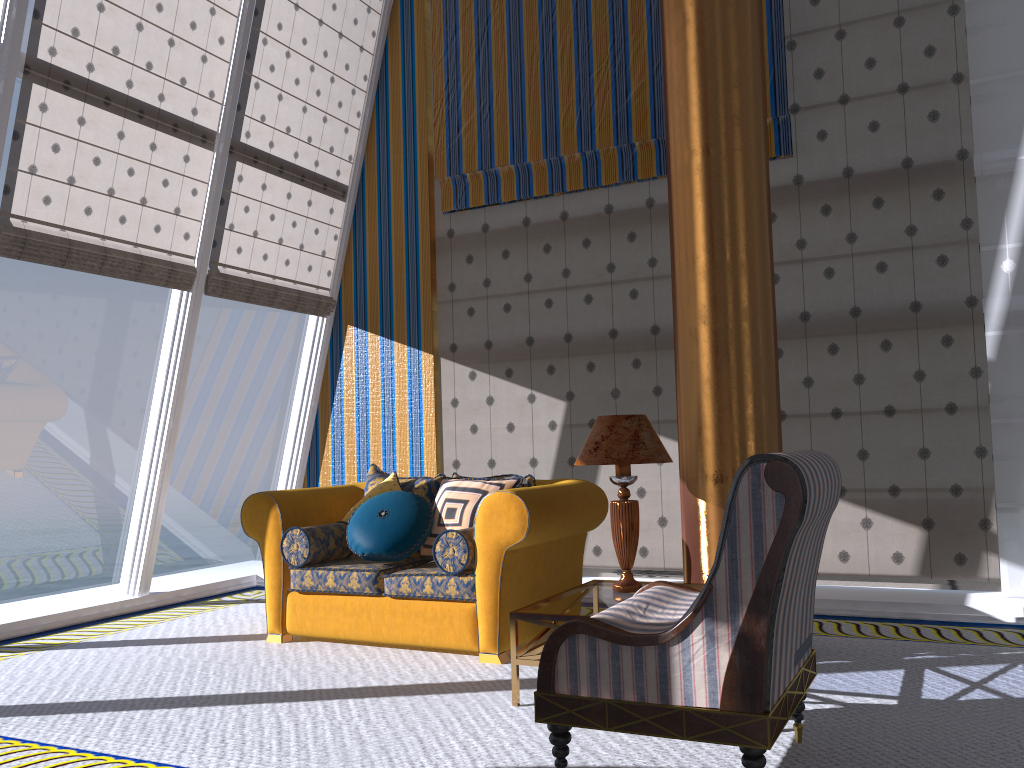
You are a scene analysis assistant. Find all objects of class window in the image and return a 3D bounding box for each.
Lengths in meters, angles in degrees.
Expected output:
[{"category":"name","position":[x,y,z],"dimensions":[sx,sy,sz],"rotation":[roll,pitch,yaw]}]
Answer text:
[{"category":"window","position":[-4.779,-1.733,0.624],"dimensions":[1.606,5.851,15.603],"rotation":[-4,-5,26]}]

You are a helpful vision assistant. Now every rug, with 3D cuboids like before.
[{"category":"rug","position":[0.007,1.303,3.866],"dimensions":[6.206,0.011,3.625],"rotation":[-4,-5,26]}]

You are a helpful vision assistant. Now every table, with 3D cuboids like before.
[{"category":"table","position":[0.635,1.084,3.701],"dimensions":[0.967,0.368,0.914],"rotation":[-4,-5,26]}]

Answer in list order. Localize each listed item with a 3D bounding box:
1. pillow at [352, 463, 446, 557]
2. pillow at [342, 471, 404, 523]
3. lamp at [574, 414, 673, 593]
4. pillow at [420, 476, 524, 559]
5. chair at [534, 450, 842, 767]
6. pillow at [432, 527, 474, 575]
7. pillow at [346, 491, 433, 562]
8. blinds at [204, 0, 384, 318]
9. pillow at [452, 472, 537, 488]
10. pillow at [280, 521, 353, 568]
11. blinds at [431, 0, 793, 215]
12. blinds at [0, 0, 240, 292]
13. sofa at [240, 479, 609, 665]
[{"category":"pillow","position":[-0.680,0.802,5.216],"dimensions":[0.595,0.672,0.358],"rotation":[-4,-5,34]},{"category":"pillow","position":[-0.710,0.745,5.058],"dimensions":[0.605,0.491,0.234],"rotation":[-4,-5,31]},{"category":"lamp","position":[0.508,0.534,3.994],"dimensions":[0.444,0.783,0.448],"rotation":[-2,-4,11]},{"category":"pillow","position":[-0.233,0.729,4.785],"dimensions":[0.517,0.455,0.330],"rotation":[-4,-4,26]},{"category":"chair","position":[0.587,0.701,2.752],"dimensions":[0.777,0.966,0.801],"rotation":[-4,-4,26]},{"category":"pillow","position":[-0.204,0.824,4.462],"dimensions":[0.213,0.219,0.376],"rotation":[-4,-5,31]},{"category":"pillow","position":[-0.656,0.763,4.763],"dimensions":[0.462,0.367,0.389],"rotation":[-1,-4,-13]},{"category":"blinds","position":[-1.474,-2.293,6.646],"dimensions":[0.867,3.391,1.377],"rotation":[-3,-4,26]},{"category":"pillow","position":[-0.148,0.798,4.965],"dimensions":[0.608,0.609,0.343],"rotation":[-4,-5,31]},{"category":"pillow","position":[-1.069,0.885,4.917],"dimensions":[0.213,0.219,0.381],"rotation":[-4,-5,31]},{"category":"blinds","position":[0.576,-2.880,6.390],"dimensions":[2.639,2.988,0.153],"rotation":[-4,-4,26]},{"category":"blinds","position":[-2.146,-2.373,5.310],"dimensions":[0.867,3.391,1.377],"rotation":[-3,-4,26]},{"category":"sofa","position":[-0.485,0.981,4.975],"dimensions":[1.832,0.853,1.021],"rotation":[-4,-5,28]}]
